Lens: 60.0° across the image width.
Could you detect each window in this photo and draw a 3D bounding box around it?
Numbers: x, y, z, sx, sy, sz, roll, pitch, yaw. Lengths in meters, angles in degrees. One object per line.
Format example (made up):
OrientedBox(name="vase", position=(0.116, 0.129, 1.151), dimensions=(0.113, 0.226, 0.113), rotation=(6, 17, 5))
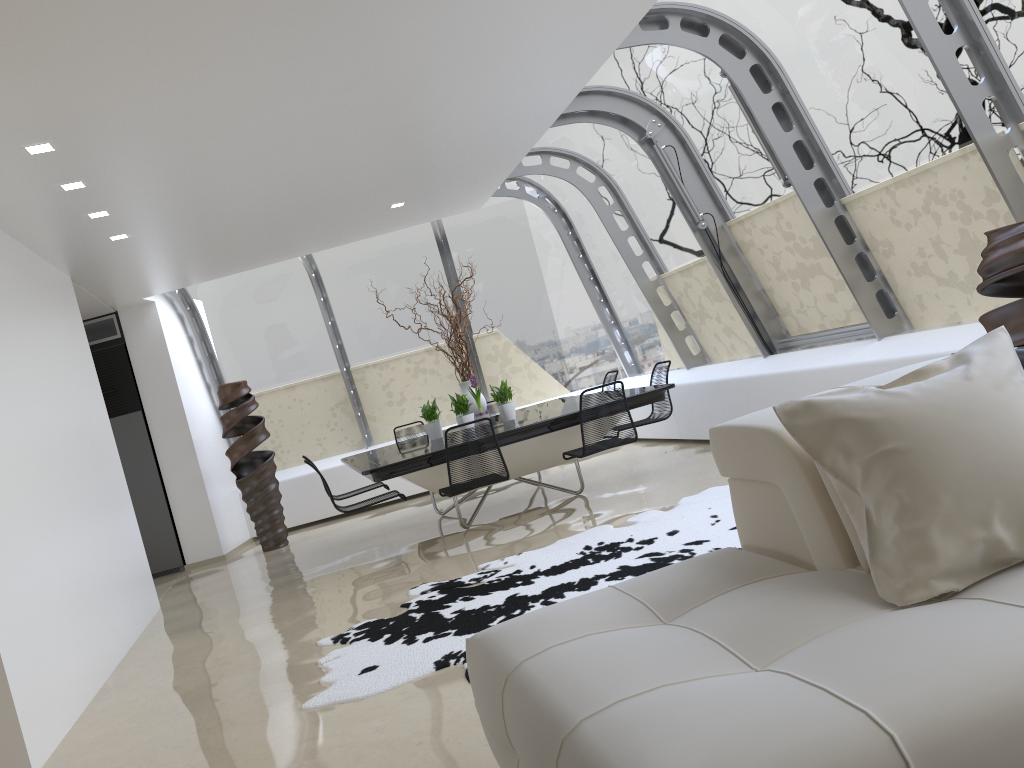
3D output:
OrientedBox(name="window", position=(-4.237, 0.794, 4.131), dimensions=(16.693, 3.674, 16.171), rotation=(-15, 1, -8))

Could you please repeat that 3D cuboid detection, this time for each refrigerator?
OrientedBox(name="refrigerator", position=(-4.267, 1.254, 9.697), dimensions=(1.006, 1.742, 0.234), rotation=(-15, 1, -1))

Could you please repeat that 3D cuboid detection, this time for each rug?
OrientedBox(name="rug", position=(0.490, 1.009, 4.655), dimensions=(3.220, 0.008, 2.705), rotation=(-15, 1, -14))

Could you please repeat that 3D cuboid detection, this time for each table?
OrientedBox(name="table", position=(-0.150, 0.747, 8.010), dimensions=(2.494, 0.759, 3.031), rotation=(-15, 1, -14))

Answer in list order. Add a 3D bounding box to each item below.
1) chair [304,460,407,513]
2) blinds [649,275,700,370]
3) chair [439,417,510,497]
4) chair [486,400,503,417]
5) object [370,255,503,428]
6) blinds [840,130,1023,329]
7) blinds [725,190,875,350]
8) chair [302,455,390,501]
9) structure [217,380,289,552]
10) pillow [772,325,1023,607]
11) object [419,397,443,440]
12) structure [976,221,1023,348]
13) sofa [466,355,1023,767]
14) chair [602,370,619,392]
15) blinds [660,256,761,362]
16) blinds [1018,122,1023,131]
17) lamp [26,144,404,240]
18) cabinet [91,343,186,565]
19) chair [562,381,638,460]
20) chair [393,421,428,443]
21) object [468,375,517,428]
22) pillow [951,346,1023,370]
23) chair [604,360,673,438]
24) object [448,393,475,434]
OrientedBox(name="chair", position=(-1.264, 0.770, 7.129), dimensions=(0.688, 0.519, 0.446), rotation=(-15, 1, -14))
OrientedBox(name="blinds", position=(1.842, -0.133, 10.139), dimensions=(0.663, 2.118, 1.829), rotation=(-15, 1, -14))
OrientedBox(name="chair", position=(-0.314, 0.527, 6.337), dimensions=(0.446, 0.519, 0.688), rotation=(-15, 1, -14))
OrientedBox(name="chair", position=(-0.132, 0.435, 9.615), dimensions=(0.446, 0.519, 0.688), rotation=(-15, 1, -14))
OrientedBox(name="object", position=(-0.624, -0.321, 7.993), dimensions=(1.031, 1.549, 1.135), rotation=(-15, 1, -22))
OrientedBox(name="blinds", position=(2.708, -0.851, 5.440), dimensions=(0.329, 1.027, 1.430), rotation=(-15, 1, -14))
OrientedBox(name="blinds", position=(2.287, -0.855, 6.922), dimensions=(0.387, 1.214, 1.376), rotation=(-15, 1, -14))
OrientedBox(name="chair", position=(-1.571, 0.835, 8.366), dimensions=(0.688, 0.519, 0.446), rotation=(-15, 1, -14))
OrientedBox(name="structure", position=(-2.760, 0.878, 9.479), dimensions=(0.498, 1.843, 0.493), rotation=(-15, 1, -3))
OrientedBox(name="pillow", position=(2.275, -0.157, 1.466), dimensions=(1.656, 0.530, 3.322), rotation=(-16, 1, -44))
OrientedBox(name="object", position=(-0.726, 0.317, 8.055), dimensions=(0.215, 0.369, 0.284), rotation=(-15, 1, 24))
OrientedBox(name="structure", position=(2.459, -0.127, 3.908), dimensions=(0.672, 1.258, 0.674), rotation=(-15, 1, -37))
OrientedBox(name="sofa", position=(1.856, 0.251, 0.988), dimensions=(3.257, 0.866, 4.169), rotation=(-15, 1, -14))
OrientedBox(name="chair", position=(0.784, 0.199, 8.983), dimensions=(0.688, 0.519, 0.446), rotation=(-15, 1, -14))
OrientedBox(name="blinds", position=(1.967, -0.692, 8.425), dimensions=(0.329, 1.027, 1.430), rotation=(-15, 1, -14))
OrientedBox(name="blinds", position=(3.078, -0.930, 3.948), dimensions=(0.329, 1.027, 1.430), rotation=(-15, 1, -14))
OrientedBox(name="lamp", position=(-4.370, -0.662, 2.186), dimensions=(9.775, 0.004, 9.928), rotation=(-15, 1, -13))
OrientedBox(name="cabinet", position=(-4.934, 1.076, 9.988), dimensions=(2.252, 2.558, 0.831), rotation=(-15, 1, 0))
OrientedBox(name="chair", position=(0.620, 0.275, 6.582), dimensions=(0.446, 0.519, 0.688), rotation=(-15, 1, -14))
OrientedBox(name="chair", position=(-0.999, 0.669, 9.388), dimensions=(0.446, 0.519, 0.688), rotation=(-15, 1, -14))
OrientedBox(name="object", position=(-0.154, 0.115, 7.899), dimensions=(0.417, 0.476, 0.238), rotation=(-15, 1, 14))
OrientedBox(name="pillow", position=(1.484, 0.077, 2.123), dimensions=(0.604, 0.471, 0.394), rotation=(-15, 1, 2))
OrientedBox(name="chair", position=(1.091, 0.134, 7.746), dimensions=(0.688, 0.519, 0.446), rotation=(-15, 1, -14))
OrientedBox(name="object", position=(-0.429, 0.243, 7.687), dimensions=(0.215, 0.369, 0.284), rotation=(-15, 1, 19))
